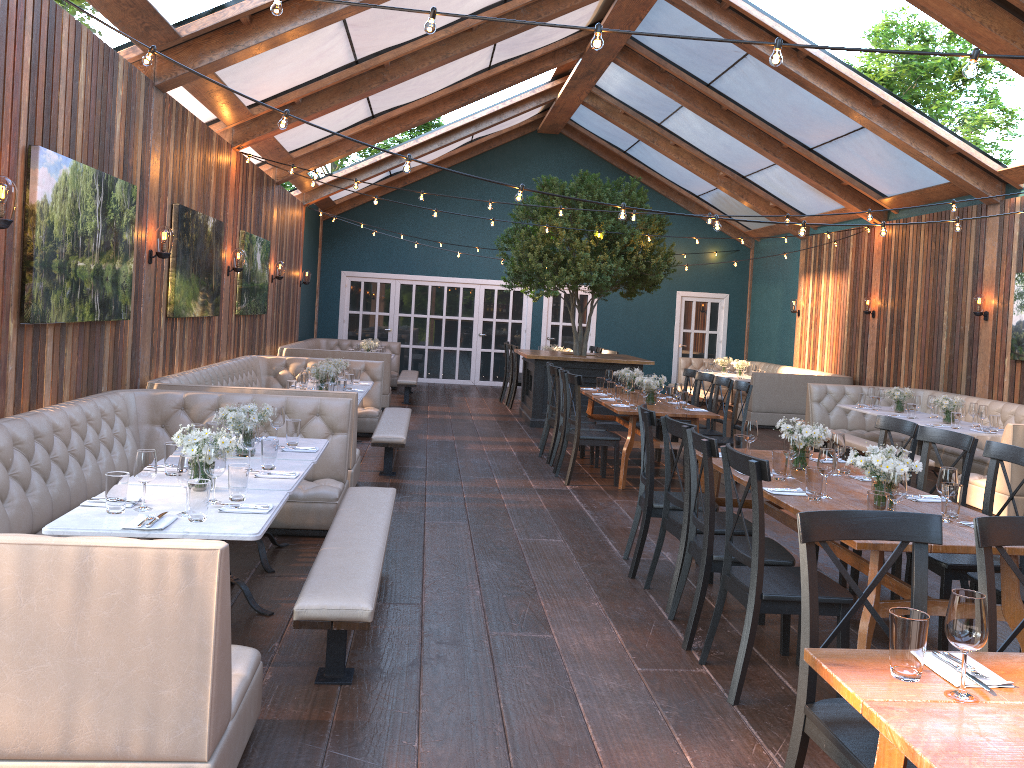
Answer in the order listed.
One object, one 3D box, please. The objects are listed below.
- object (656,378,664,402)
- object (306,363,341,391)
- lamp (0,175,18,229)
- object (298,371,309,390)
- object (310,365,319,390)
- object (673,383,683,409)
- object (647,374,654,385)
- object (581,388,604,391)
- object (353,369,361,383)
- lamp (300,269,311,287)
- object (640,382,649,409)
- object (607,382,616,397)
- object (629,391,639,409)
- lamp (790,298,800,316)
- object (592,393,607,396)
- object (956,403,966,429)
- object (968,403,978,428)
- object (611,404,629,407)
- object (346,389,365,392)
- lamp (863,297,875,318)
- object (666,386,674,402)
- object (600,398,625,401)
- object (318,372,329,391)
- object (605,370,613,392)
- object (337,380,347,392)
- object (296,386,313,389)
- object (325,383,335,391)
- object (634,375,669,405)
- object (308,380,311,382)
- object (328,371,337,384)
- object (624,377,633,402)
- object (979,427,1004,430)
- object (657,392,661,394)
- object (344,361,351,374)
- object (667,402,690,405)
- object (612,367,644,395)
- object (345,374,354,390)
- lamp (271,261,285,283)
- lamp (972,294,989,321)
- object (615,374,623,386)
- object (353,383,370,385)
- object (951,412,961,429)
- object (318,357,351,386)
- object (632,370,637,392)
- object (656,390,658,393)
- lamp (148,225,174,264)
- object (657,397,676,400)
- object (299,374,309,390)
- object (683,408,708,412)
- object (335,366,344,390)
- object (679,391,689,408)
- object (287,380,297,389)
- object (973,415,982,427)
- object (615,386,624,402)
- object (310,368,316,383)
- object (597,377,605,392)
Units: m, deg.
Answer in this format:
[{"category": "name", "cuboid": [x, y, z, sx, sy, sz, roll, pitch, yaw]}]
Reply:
[{"category": "object", "cuboid": [1.516, 0.062, 9.095, 0.092, 0.244, 0.092, 4, 2, 37]}, {"category": "object", "cuboid": [-1.831, -0.058, 8.556, 0.336, 0.309, 0.329, 4, 3, 11]}, {"category": "lamp", "cuboid": [-2.587, -0.889, 4.444, 0.178, 0.320, 0.146, 3, 1, -5]}, {"category": "object", "cuboid": [-1.922, 0.002, 8.151, 0.092, 0.244, 0.092, 3, 1, -2]}, {"category": "object", "cuboid": [-1.997, -0.066, 8.943, 0.092, 0.244, 0.092, 4, 2, 43]}, {"category": "object", "cuboid": [1.598, 0.114, 8.530, 0.092, 0.244, 0.092, 4, 1, 20]}, {"category": "object", "cuboid": [1.499, 0.020, 9.625, 0.092, 0.244, 0.092, 3, 1, -8]}, {"category": "object", "cuboid": [0.920, 0.058, 10.129, 0.255, 0.019, 0.158, 3, 5, -5]}, {"category": "object", "cuboid": [-1.748, -0.091, 9.948, 0.091, 0.158, 0.092, 3, 2, -19]}, {"category": "lamp", "cuboid": [-3.590, -1.838, 15.394, 0.178, 0.320, 0.146, 3, 1, -5]}, {"category": "object", "cuboid": [1.249, 0.108, 8.358, 0.092, 0.244, 0.092, 3, 1, -2]}, {"category": "object", "cuboid": [1.047, 0.058, 9.360, 0.092, 0.158, 0.092, 3, 2, 1]}, {"category": "object", "cuboid": [1.136, 0.152, 8.259, 0.092, 0.158, 0.092, 4, 2, 31]}, {"category": "lamp", "cuboid": [5.178, -1.406, 16.207, 0.178, 0.320, 0.146, 3, 1, -5]}, {"category": "object", "cuboid": [0.993, 0.111, 9.530, 0.255, 0.019, 0.158, 3, 5, -5]}, {"category": "object", "cuboid": [4.421, 0.316, 8.723, 0.092, 0.244, 0.092, 3, 1, -2]}, {"category": "object", "cuboid": [4.645, 0.313, 8.911, 0.092, 0.244, 0.092, 4, 2, 43]}, {"category": "object", "cuboid": [1.080, 0.204, 8.440, 0.255, 0.019, 0.158, 3, 5, -5]}, {"category": "object", "cuboid": [-1.626, 0.063, 8.996, 0.255, 0.019, 0.158, 3, 5, -5]}, {"category": "lamp", "cuboid": [5.429, -1.169, 13.470, 0.178, 0.320, 0.146, 3, 1, -5]}, {"category": "object", "cuboid": [1.636, 0.106, 9.176, 0.091, 0.158, 0.092, 2, 2, -39]}, {"category": "object", "cuboid": [1.028, 0.154, 9.019, 0.255, 0.019, 0.158, 3, 5, -5]}, {"category": "object", "cuboid": [-1.726, 0.018, 8.094, 0.092, 0.244, 0.092, 4, 2, 43]}, {"category": "object", "cuboid": [1.095, -0.038, 10.037, 0.092, 0.244, 0.092, 4, 2, 43]}, {"category": "object", "cuboid": [-1.617, 0.042, 8.401, 0.091, 0.158, 0.092, 3, 2, -19]}, {"category": "object", "cuboid": [-2.149, 0.031, 9.023, 0.255, 0.019, 0.158, 3, 5, -5]}, {"category": "object", "cuboid": [-1.655, 0.072, 8.013, 0.092, 0.158, 0.092, 4, 2, 31]}, {"category": "object", "cuboid": [1.369, 0.048, 8.780, 0.330, 0.309, 0.336, 5, 3, 32]}, {"category": "object", "cuboid": [-2.218, -0.036, 9.796, 0.255, 0.019, 0.158, 3, 5, -5]}, {"category": "object", "cuboid": [-1.696, 0.001, 8.328, 0.092, 0.244, 0.092, 4, 2, 43]}, {"category": "object", "cuboid": [1.171, 0.056, 8.944, 0.092, 0.244, 0.092, 3, 1, -2]}, {"category": "object", "cuboid": [4.783, 0.441, 8.831, 0.255, 0.019, 0.158, 3, 5, -5]}, {"category": "object", "cuboid": [1.572, 0.095, 10.130, 0.255, 0.019, 0.158, 3, 5, -5]}, {"category": "object", "cuboid": [-1.850, -0.135, 9.885, 0.092, 0.244, 0.092, 4, 2, 43]}, {"category": "object", "cuboid": [1.679, 0.192, 9.015, 0.255, 0.019, 0.158, 3, 5, -5]}, {"category": "object", "cuboid": [1.302, -0.041, 9.827, 0.336, 0.309, 0.330, 3, 3, -10]}, {"category": "object", "cuboid": [-1.686, -0.023, 9.155, 0.091, 0.158, 0.092, 3, 2, -19]}, {"category": "lamp", "cuboid": [-3.339, -1.601, 12.657, 0.178, 0.320, 0.146, 3, 1, -5]}, {"category": "lamp", "cuboid": [5.679, -0.932, 10.736, 0.178, 0.320, 0.146, 3, 1, -5]}, {"category": "object", "cuboid": [1.140, 0.013, 9.445, 0.092, 0.244, 0.092, 3, 1, -8]}, {"category": "object", "cuboid": [-1.697, -0.005, 9.786, 0.255, 0.019, 0.158, 3, 5, -5]}, {"category": "object", "cuboid": [4.338, 0.360, 8.651, 0.091, 0.158, 0.092, 3, 2, -19]}, {"category": "object", "cuboid": [-1.919, -0.141, 9.512, 0.336, 0.309, 0.329, 4, 3, 7]}, {"category": "object", "cuboid": [1.409, -0.035, 10.220, 0.092, 0.244, 0.092, 3, 1, -25]}, {"category": "object", "cuboid": [1.561, 0.055, 9.706, 0.092, 0.158, 0.092, 4, 2, 21]}, {"category": "lamp", "cuboid": [-2.836, -1.125, 7.166, 0.178, 0.320, 0.146, 3, 1, -5]}, {"category": "object", "cuboid": [1.636, 0.149, 9.551, 0.255, 0.019, 0.158, 3, 5, -5]}, {"category": "object", "cuboid": [-2.086, -0.022, 8.860, 0.091, 0.158, 0.092, 3, 2, -19]}, {"category": "object", "cuboid": [1.731, 0.242, 8.431, 0.255, 0.019, 0.158, 3, 5, -5]}, {"category": "object", "cuboid": [-1.770, -0.064, 9.076, 0.092, 0.244, 0.092, 4, 2, 43]}, {"category": "object", "cuboid": [1.667, 0.155, 8.598, 0.092, 0.158, 0.092, 4, 2, 31]}, {"category": "object", "cuboid": [-2.010, 0.047, 8.061, 0.091, 0.158, 0.092, 3, 2, -19]}, {"category": "object", "cuboid": [4.724, 0.355, 8.984, 0.091, 0.158, 0.092, 3, 2, -19]}, {"category": "object", "cuboid": [1.070, 0.101, 8.840, 0.092, 0.158, 0.092, 4, 2, 21]}, {"category": "object", "cuboid": [-2.153, -0.088, 9.631, 0.091, 0.158, 0.092, 3, 2, -19]}, {"category": "object", "cuboid": [0.992, 0.007, 9.947, 0.092, 0.158, 0.092, 4, 2, 11]}]
